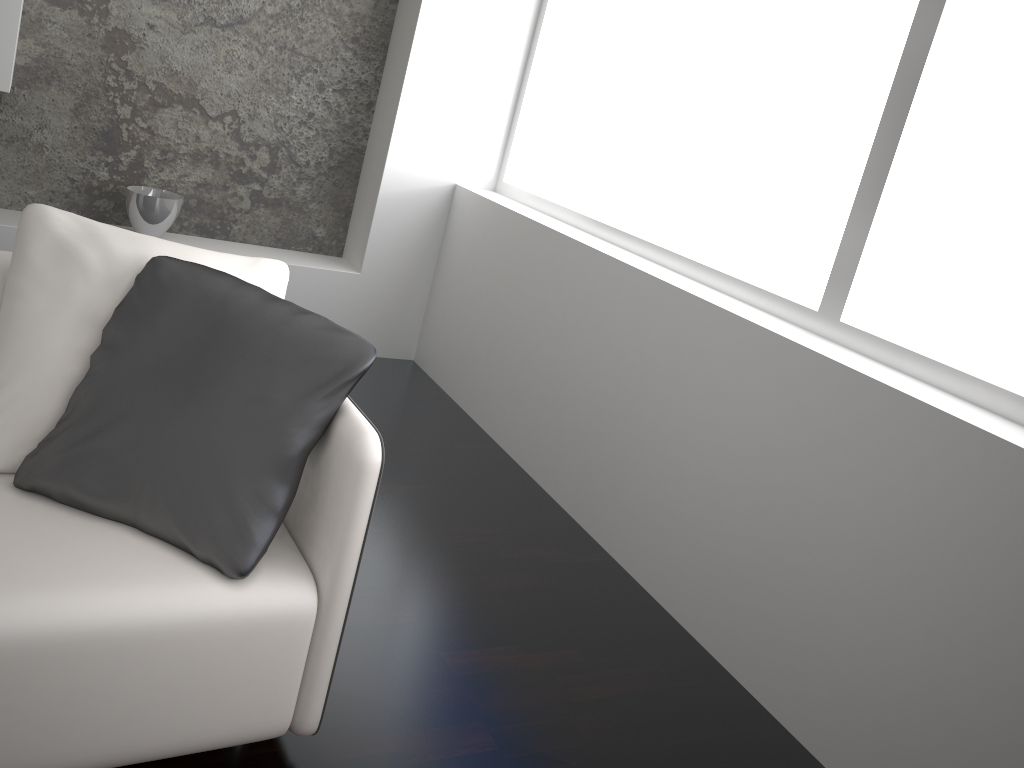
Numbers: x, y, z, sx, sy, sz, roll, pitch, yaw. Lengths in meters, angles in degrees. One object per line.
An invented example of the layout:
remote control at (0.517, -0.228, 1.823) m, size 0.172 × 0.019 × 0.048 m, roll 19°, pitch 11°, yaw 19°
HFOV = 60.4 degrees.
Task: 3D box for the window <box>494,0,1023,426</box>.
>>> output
window at (1.961, -0.034, 0.681) m, size 0.109 × 1.397 × 8.313 m, roll 8°, pitch 17°, yaw -31°

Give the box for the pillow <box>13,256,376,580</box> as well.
pillow at (-0.567, 0.040, 1.652) m, size 0.556 × 0.427 × 0.338 m, roll 18°, pitch 13°, yaw 14°

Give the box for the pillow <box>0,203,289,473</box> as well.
pillow at (-0.768, -0.061, 1.823) m, size 0.583 × 0.496 × 0.308 m, roll 7°, pitch 14°, yaw -27°

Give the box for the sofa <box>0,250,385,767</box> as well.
sofa at (-1.432, 0.136, 1.337) m, size 2.226 × 0.645 × 0.948 m, roll 4°, pitch 18°, yaw -33°

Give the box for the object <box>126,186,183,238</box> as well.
object at (-1.479, -0.693, 3.611) m, size 0.214 × 0.186 × 0.222 m, roll 4°, pitch 18°, yaw -36°
